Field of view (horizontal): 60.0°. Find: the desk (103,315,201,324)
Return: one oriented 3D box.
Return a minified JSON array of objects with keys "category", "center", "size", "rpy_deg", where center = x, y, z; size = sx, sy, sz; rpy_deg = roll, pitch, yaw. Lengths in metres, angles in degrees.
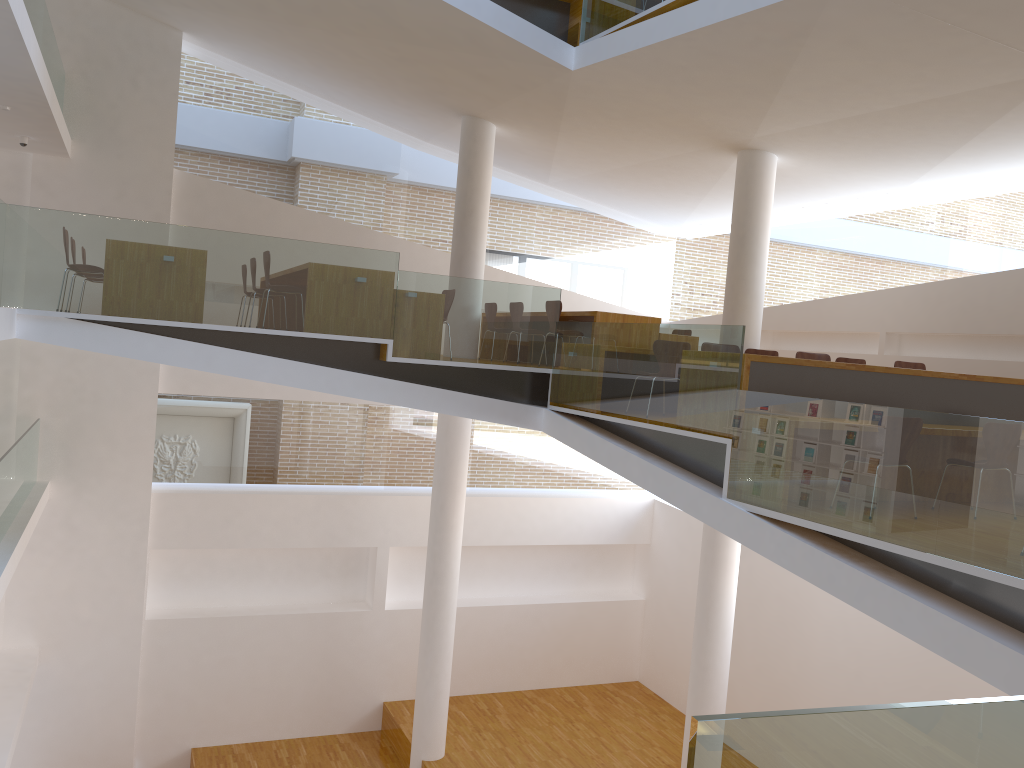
[{"category":"desk","center":[-3.501,-0.928,8.616],"size":[0.760,0.606,3.194],"rpy_deg":[4,2,-23]}]

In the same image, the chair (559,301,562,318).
[{"category":"chair","center":[0.551,-0.502,9.210],"size":[0.381,0.693,0.428],"rpy_deg":[4,2,-23]}]

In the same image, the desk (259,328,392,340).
[{"category":"desk","center":[-1.827,-0.740,9.344],"size":[1.248,0.757,3.196],"rpy_deg":[4,2,-23]}]

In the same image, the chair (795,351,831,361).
[{"category":"chair","center":[2.679,0.081,7.631],"size":[0.428,0.693,0.381],"rpy_deg":[4,2,-23]}]

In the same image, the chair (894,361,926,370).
[{"category":"chair","center":[3.708,0.152,8.034],"size":[0.428,0.693,0.381],"rpy_deg":[4,2,-23]}]

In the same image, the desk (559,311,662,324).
[{"category":"desk","center":[0.763,-0.417,10.544],"size":[1.247,0.762,3.194],"rpy_deg":[4,2,-23]}]

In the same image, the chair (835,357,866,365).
[{"category":"chair","center":[3.240,0.080,8.878],"size":[0.428,0.693,0.381],"rpy_deg":[4,2,-23]}]

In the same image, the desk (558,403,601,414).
[{"category":"desk","center":[2.155,0.035,8.808],"size":[3.356,0.606,0.760],"rpy_deg":[4,2,-23]}]

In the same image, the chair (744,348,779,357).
[{"category":"chair","center":[2.230,0.014,8.400],"size":[0.428,0.693,0.381],"rpy_deg":[4,2,-23]}]

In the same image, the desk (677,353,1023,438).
[{"category":"desk","center":[3.013,0.385,6.987],"size":[3.216,1.022,1.248],"rpy_deg":[4,2,-23]}]
